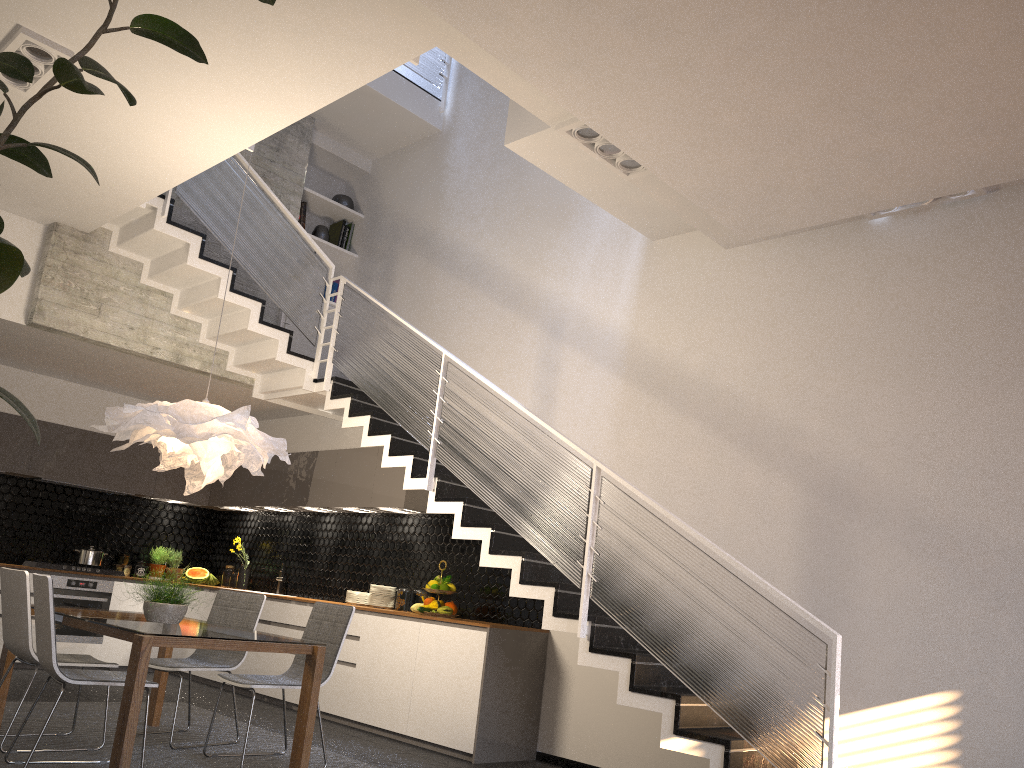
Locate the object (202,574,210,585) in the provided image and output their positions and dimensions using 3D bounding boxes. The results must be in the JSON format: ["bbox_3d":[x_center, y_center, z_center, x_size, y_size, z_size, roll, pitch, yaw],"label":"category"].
[{"bbox_3d":[-3.334,2.131,9.666,0.133,0.118,0.205,12,-15,-24],"label":"object"}]

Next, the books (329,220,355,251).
[{"bbox_3d":[-1.831,-1.514,9.355,0.266,0.378,0.161,-5,-17,44],"label":"books"}]

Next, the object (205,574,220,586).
[{"bbox_3d":[-3.218,2.107,9.534,0.148,0.126,0.226,8,-13,-5],"label":"object"}]

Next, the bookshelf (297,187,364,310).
[{"bbox_3d":[-2.100,-1.335,8.976,0.444,1.095,0.981,-5,-17,44],"label":"bookshelf"}]

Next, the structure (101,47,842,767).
[{"bbox_3d":[-1.977,-1.767,6.652,8.481,8.221,4.270,-6,-17,44],"label":"structure"}]

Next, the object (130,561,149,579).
[{"bbox_3d":[-3.868,1.920,9.176,0.142,0.172,0.142,-6,-17,44],"label":"object"}]

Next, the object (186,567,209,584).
[{"bbox_3d":[-3.329,2.026,9.359,0.236,0.172,0.219,10,-14,-16],"label":"object"}]

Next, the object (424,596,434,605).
[{"bbox_3d":[-0.625,1.657,6.704,0.087,0.092,0.085,17,-16,-39],"label":"object"}]

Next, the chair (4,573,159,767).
[{"bbox_3d":[-2.079,1.419,4.306,0.605,0.910,0.477,15,-15,-35],"label":"chair"}]

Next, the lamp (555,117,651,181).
[{"bbox_3d":[0.541,-1.309,4.852,0.254,0.065,0.650,-7,-19,43],"label":"lamp"}]

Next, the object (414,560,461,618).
[{"bbox_3d":[-0.549,1.557,6.749,0.352,0.421,0.355,-3,-16,38],"label":"object"}]

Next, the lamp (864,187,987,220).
[{"bbox_3d":[2.287,-1.072,4.995,0.646,0.065,0.255,-7,-19,43],"label":"lamp"}]

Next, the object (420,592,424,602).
[{"bbox_3d":[-0.648,1.671,6.818,0.126,0.119,0.062,9,-12,-13],"label":"object"}]

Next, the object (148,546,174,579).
[{"bbox_3d":[-3.696,1.877,9.299,0.247,0.350,0.235,17,-16,-40],"label":"object"}]

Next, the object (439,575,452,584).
[{"bbox_3d":[-0.531,1.511,6.786,0.067,0.100,0.212,13,-15,-29],"label":"object"}]

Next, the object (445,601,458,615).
[{"bbox_3d":[-0.474,1.722,6.804,0.113,0.109,0.113,2,-14,20],"label":"object"}]

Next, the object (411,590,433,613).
[{"bbox_3d":[-0.732,1.769,7.179,0.172,0.182,0.174,1,-14,22],"label":"object"}]

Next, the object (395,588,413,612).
[{"bbox_3d":[-0.875,1.781,7.293,0.172,0.182,0.174,6,-13,4],"label":"object"}]

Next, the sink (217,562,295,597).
[{"bbox_3d":[-2.433,1.933,8.563,0.725,0.444,0.494,-6,-18,43],"label":"sink"}]

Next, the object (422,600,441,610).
[{"bbox_3d":[-0.612,1.661,6.673,0.154,0.076,0.079,9,-13,-10],"label":"object"}]

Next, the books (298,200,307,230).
[{"bbox_3d":[-2.209,-1.650,8.997,0.273,0.378,0.135,-5,-17,44],"label":"books"}]

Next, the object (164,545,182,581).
[{"bbox_3d":[-3.584,1.899,9.387,0.169,0.375,0.186,8,-12,-8],"label":"object"}]

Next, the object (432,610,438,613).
[{"bbox_3d":[-0.533,1.718,6.671,0.070,0.075,0.231,-2,-16,35],"label":"object"}]

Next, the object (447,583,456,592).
[{"bbox_3d":[-0.463,1.555,6.754,0.079,0.068,0.060,10,-13,-17],"label":"object"}]

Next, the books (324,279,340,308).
[{"bbox_3d":[-1.909,-0.901,9.252,0.273,0.379,0.147,-5,-17,44],"label":"books"}]

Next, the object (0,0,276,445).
[{"bbox_3d":[-1.649,-0.249,2.121,2.010,3.165,0.918,2,-13,22],"label":"object"}]

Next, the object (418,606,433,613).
[{"bbox_3d":[-0.630,1.703,6.660,0.061,0.048,0.242,0,-15,25],"label":"object"}]

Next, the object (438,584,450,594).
[{"bbox_3d":[-0.514,1.550,6.696,0.096,0.077,0.102,-4,-17,39],"label":"object"}]

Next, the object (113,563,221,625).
[{"bbox_3d":[-1.959,1.174,4.995,0.669,0.363,0.536,-5,-17,39],"label":"object"}]

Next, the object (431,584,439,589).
[{"bbox_3d":[-0.579,1.531,6.662,0.060,0.054,0.059,9,-13,-11],"label":"object"}]

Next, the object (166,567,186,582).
[{"bbox_3d":[-3.523,2.003,9.282,0.210,0.139,0.125,9,-13,-11],"label":"object"}]

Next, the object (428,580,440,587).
[{"bbox_3d":[-0.594,1.521,6.736,0.071,0.057,0.069,-6,-18,43],"label":"object"}]

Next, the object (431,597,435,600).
[{"bbox_3d":[-0.637,1.660,6.793,0.127,0.055,0.060,-7,-19,45],"label":"object"}]

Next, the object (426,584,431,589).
[{"bbox_3d":[-0.630,1.534,6.686,0.045,0.041,0.048,5,-13,6],"label":"object"}]

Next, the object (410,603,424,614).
[{"bbox_3d":[-0.698,1.768,6.969,0.190,0.082,0.198,16,-17,-35],"label":"object"}]

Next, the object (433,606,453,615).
[{"bbox_3d":[-0.514,1.694,6.618,0.152,0.072,0.077,8,-13,-7],"label":"object"}]

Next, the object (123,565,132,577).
[{"bbox_3d":[-3.959,1.919,9.089,0.083,0.112,0.083,15,-15,-34],"label":"object"}]

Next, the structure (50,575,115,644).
[{"bbox_3d":[-4.225,2.123,8.396,0.585,0.582,0.593,-6,-18,44],"label":"structure"}]

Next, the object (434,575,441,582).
[{"bbox_3d":[-0.587,1.504,6.773,0.057,0.081,0.182,10,-14,-15],"label":"object"}]

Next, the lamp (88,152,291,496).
[{"bbox_3d":[-1.589,-1.874,5.617,1.124,5.157,1.066,14,-14,-33],"label":"lamp"}]

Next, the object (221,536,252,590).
[{"bbox_3d":[-2.854,1.870,9.252,0.258,0.536,0.430,11,-13,-21],"label":"object"}]

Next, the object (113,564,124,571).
[{"bbox_3d":[-4.022,1.897,9.031,0.083,0.112,0.083,-5,-17,44],"label":"object"}]

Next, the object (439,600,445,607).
[{"bbox_3d":[-0.556,1.698,6.794,0.088,0.078,0.090,9,-13,-10],"label":"object"}]

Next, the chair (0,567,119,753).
[{"bbox_3d":[-2.545,1.511,4.880,0.476,0.910,0.607,-5,-17,44],"label":"chair"}]

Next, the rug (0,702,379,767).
[{"bbox_3d":[-2.046,2.022,4.829,3.695,0.006,2.392,-7,-20,43],"label":"rug"}]

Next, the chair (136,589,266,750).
[{"bbox_3d":[-1.953,1.732,5.484,0.475,0.910,0.608,0,-14,30],"label":"chair"}]

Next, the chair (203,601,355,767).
[{"bbox_3d":[-1.316,1.699,5.066,0.606,0.910,0.476,17,-16,-41],"label":"chair"}]

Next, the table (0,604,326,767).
[{"bbox_3d":[-2.015,1.684,4.912,1.804,0.707,1.006,-7,-19,43],"label":"table"}]

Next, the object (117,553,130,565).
[{"bbox_3d":[-3.977,1.796,9.067,0.083,0.112,0.084,1,-13,24],"label":"object"}]

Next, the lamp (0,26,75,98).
[{"bbox_3d":[-2.569,-1.706,4.691,0.646,0.065,0.255,-7,-19,43],"label":"lamp"}]
